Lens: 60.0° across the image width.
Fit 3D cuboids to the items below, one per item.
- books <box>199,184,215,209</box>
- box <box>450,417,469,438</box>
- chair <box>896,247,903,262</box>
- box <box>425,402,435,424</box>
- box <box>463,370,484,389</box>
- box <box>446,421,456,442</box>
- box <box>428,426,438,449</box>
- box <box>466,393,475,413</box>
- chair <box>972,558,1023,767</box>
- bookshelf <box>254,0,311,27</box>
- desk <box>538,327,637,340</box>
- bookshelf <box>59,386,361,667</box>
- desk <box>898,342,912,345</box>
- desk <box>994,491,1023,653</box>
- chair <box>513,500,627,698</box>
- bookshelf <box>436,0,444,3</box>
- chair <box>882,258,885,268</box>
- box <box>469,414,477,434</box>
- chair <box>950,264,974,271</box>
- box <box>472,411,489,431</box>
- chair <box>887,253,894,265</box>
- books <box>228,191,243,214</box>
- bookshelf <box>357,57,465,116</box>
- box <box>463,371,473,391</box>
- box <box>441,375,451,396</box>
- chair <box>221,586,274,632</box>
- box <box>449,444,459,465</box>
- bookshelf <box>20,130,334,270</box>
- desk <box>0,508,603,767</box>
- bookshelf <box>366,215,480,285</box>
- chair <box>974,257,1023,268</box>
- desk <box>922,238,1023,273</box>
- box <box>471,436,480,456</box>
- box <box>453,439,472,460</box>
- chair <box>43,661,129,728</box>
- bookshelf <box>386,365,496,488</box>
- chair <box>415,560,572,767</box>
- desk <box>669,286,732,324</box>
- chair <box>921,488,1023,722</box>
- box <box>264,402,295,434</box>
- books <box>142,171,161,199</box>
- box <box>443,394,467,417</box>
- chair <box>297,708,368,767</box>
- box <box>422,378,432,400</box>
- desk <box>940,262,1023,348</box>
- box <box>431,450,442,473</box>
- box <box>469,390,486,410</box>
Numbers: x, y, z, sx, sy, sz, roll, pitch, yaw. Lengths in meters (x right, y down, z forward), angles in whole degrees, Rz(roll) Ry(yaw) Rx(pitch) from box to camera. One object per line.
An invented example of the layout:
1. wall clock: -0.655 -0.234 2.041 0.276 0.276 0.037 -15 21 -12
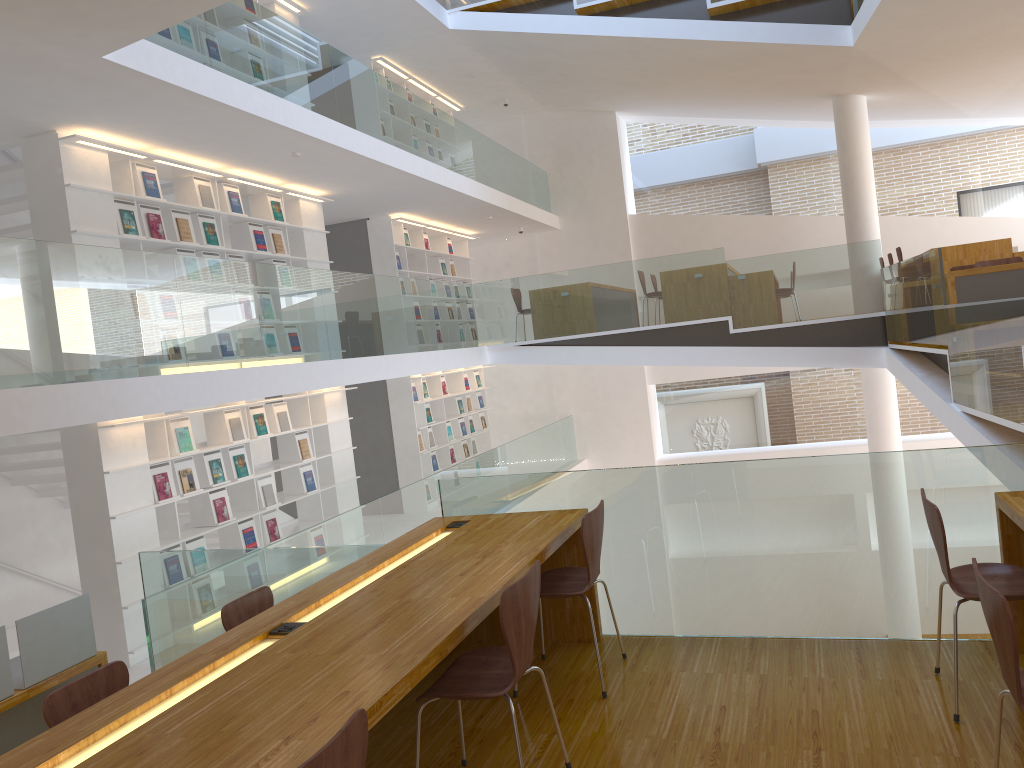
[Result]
1. books: -2.688 -1.645 7.812 0.037 0.210 0.145 -6 2 18
2. box: -0.824 0.646 13.276 0.274 0.296 0.245 -6 2 18
3. chair: 4.525 -1.199 9.894 0.381 0.693 0.428 -6 2 18
4. box: -1.233 0.400 12.111 0.274 0.296 0.245 -6 2 18
5. box: -0.631 -0.069 14.095 0.274 0.296 0.245 -6 2 18
6. box: -0.988 0.683 12.765 0.274 0.296 0.245 -6 2 18
7. box: -1.201 0.732 12.101 0.274 0.296 0.245 -6 2 18
8. box: -0.752 0.294 13.608 0.274 0.296 0.245 -6 2 18
9. chair: 1.323 0.776 2.053 0.381 0.693 0.428 -6 2 18
10. bookshelf: -2.884 -3.045 8.005 0.498 1.836 3.666 -6 2 18
11. desk: 1.084 -0.982 12.144 0.760 0.606 3.194 -6 2 18
12. bookshelf: -2.448 1.037 8.166 0.397 1.836 3.666 -6 2 18
13. desk: 5.524 -0.879 8.508 3.356 0.606 0.760 -6 2 18
14. desk: 1.741 0.785 1.751 0.760 0.606 3.185 -6 2 18
15. chair: 0.206 0.853 3.613 0.381 0.693 0.428 -6 2 18
16. bookshelf: -1.574 -5.401 12.741 0.498 1.836 2.984 -6 2 18
17. chair: 4.992 -1.311 11.477 0.381 0.693 0.428 -6 2 18
18. box: -0.717 0.621 13.610 0.274 0.296 0.245 -6 2 18
19. chair: 4.390 -0.785 8.455 0.428 0.693 0.381 -6 2 18
20. box: -0.549 0.582 14.131 0.274 0.296 0.245 -6 2 18
21. chair: 4.822 -1.267 10.816 0.381 0.693 0.428 -6 2 18
22. books: -2.560 -1.676 8.211 0.037 0.210 0.145 -6 2 18
23. bookshelf: -1.337 -3.401 12.812 0.498 1.836 2.984 -6 2 18
24. box: -0.791 -0.031 13.596 0.274 0.296 0.245 -6 2 18
25. box: -1.070 0.032 12.720 0.274 0.296 0.245 -6 2 18
26. chair: -1.026 1.301 4.042 0.381 0.693 0.428 -6 2 18
27. box: -0.953 1.011 12.763 0.274 0.296 0.245 -6 2 18
28. bookshelf: -2.643 -1.013 8.077 0.498 1.836 3.666 -6 2 18
29. desk: -0.685 1.195 2.760 1.285 0.918 3.236 -6 2 18
30. bookshelf: -1.095 -1.370 12.885 0.498 1.836 2.984 -6 2 18
31. chair: 4.225 -0.734 7.579 0.428 0.693 0.381 -6 2 18
32. desk: 5.573 -1.236 10.750 1.247 0.762 3.194 -6 2 18
33. box: -0.672 0.946 13.640 0.274 0.296 0.245 -6 2 18
34. box: -0.781 0.971 13.300 0.274 0.296 0.245 -6 2 18
35. chair: -1.323 1.369 3.120 0.381 0.693 0.428 -6 2 18
36. bookshelf: -0.852 0.675 12.958 0.498 1.836 2.984 -6 2 18
37. chair: -0.090 0.921 2.691 0.381 0.693 0.428 -6 2 18
38. desk: 2.825 -1.092 11.576 1.248 0.757 3.196 -6 2 18
39. chair: 1.620 0.707 2.975 0.381 0.693 0.428 -6 2 18
40. box: -3.154 2.299 5.436 0.498 3.764 7.125 -6 2 18
41. books: -2.904 -1.597 7.140 0.037 0.210 0.145 -6 2 18
42. box: -0.863 0.320 13.264 0.274 0.296 0.245 -6 2 18
43. chair: -0.468 1.003 1.640 0.381 0.693 0.428 -6 2 18
44. box: -1.279 0.081 12.077 0.274 0.296 0.245 -6 2 18
45. desk: 5.012 -0.539 6.559 3.216 1.022 1.248 -6 2 18
46. box: -1.150 1.056 12.150 0.274 0.296 0.245 -6 2 18
47. box: -0.592 0.256 14.107 0.274 0.296 0.245 -6 2 18
